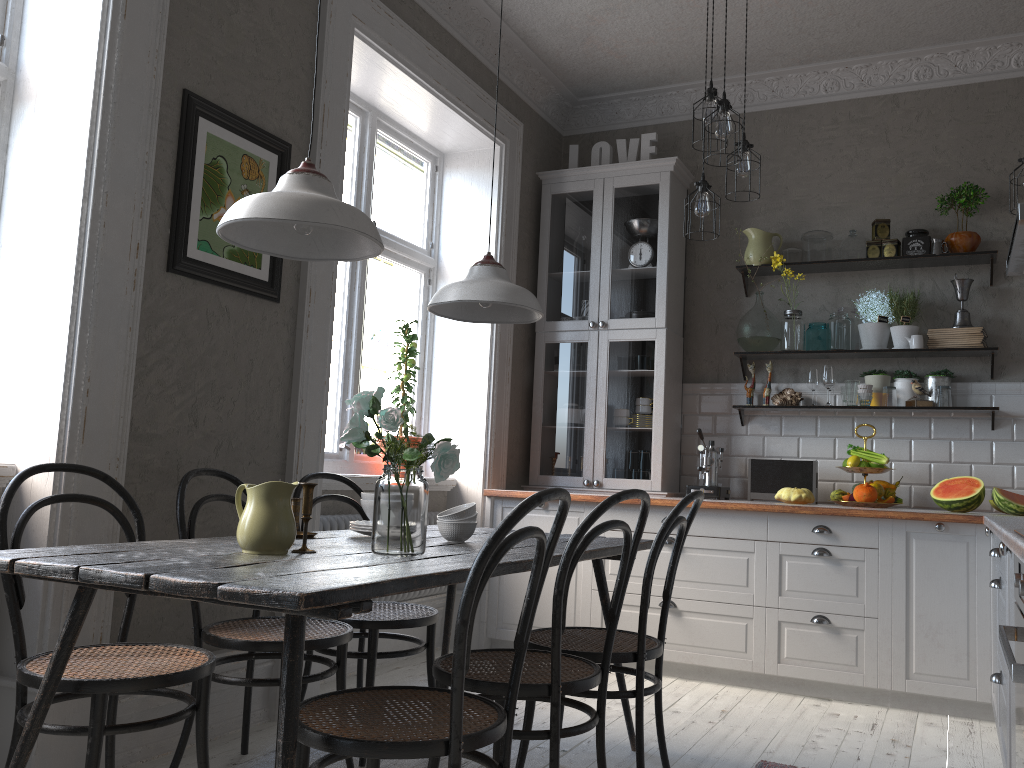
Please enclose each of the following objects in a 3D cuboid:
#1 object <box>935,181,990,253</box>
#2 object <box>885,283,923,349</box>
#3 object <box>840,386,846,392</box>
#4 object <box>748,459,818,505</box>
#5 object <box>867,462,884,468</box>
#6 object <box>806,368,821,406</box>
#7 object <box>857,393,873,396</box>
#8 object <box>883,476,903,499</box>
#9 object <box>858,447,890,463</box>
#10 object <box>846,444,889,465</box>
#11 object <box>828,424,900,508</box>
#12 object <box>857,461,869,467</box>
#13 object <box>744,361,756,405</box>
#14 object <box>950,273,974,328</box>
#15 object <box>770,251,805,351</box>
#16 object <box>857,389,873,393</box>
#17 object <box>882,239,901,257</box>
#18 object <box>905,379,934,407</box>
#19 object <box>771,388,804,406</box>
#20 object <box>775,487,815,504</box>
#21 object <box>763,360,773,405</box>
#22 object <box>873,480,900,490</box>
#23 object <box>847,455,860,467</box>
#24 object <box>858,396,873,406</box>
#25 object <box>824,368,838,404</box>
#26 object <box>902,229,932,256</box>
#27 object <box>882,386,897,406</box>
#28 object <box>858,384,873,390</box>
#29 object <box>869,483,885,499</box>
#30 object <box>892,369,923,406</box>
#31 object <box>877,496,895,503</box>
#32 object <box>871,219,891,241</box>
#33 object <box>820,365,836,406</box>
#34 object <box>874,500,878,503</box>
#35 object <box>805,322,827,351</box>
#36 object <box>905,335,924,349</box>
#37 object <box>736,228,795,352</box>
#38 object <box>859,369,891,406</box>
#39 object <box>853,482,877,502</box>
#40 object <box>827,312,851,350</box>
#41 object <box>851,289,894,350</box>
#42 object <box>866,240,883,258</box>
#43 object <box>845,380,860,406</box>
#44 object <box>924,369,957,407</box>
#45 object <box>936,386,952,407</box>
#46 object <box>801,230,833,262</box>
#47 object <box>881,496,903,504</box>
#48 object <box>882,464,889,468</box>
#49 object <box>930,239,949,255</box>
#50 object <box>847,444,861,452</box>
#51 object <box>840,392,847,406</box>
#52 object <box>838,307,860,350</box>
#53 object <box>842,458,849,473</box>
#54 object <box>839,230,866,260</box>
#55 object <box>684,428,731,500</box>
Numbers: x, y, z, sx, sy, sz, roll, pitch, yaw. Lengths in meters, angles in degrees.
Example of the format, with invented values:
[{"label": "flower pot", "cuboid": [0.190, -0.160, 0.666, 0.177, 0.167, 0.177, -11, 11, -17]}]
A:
[{"label": "object", "cuboid": [2.348, -0.848, 4.586, 0.246, 0.397, 0.255, 8, -8, -39]}, {"label": "object", "cuboid": [2.060, -0.358, 4.662, 0.186, 0.380, 0.167, 4, -6, -13]}, {"label": "object", "cuboid": [1.813, 0.056, 4.779, 0.076, 0.083, 0.079, -3, -8, 43]}, {"label": "object", "cuboid": [1.433, 0.515, 4.689, 0.346, 0.226, 0.089, 0, -7, 25]}, {"label": "object", "cuboid": [1.825, 0.421, 4.453, 0.075, 0.062, 0.100, 3, -6, -1]}, {"label": "object", "cuboid": [1.649, 0.022, 4.844, 0.081, 0.217, 0.082, 2, -6, 12]}, {"label": "object", "cuboid": [1.846, 0.075, 4.628, 0.076, 0.051, 0.078, 1, -6, 19]}, {"label": "object", "cuboid": [1.905, 0.519, 4.445, 0.128, 0.120, 0.060, 8, -8, -40]}, {"label": "object", "cuboid": [1.851, 0.372, 4.518, 0.090, 0.096, 0.177, 8, -8, -44]}, {"label": "object", "cuboid": [1.796, 0.354, 4.470, 0.207, 0.101, 0.068, -1, -7, 32]}, {"label": "object", "cuboid": [1.792, 0.413, 4.494, 0.349, 0.426, 0.354, 2, -6, 11]}, {"label": "object", "cuboid": [1.760, 0.416, 4.446, 0.062, 0.061, 0.067, 0, -7, 26]}, {"label": "object", "cuboid": [1.343, 0.003, 4.990, 0.053, 0.264, 0.061, 3, -6, -3]}, {"label": "object", "cuboid": [2.325, -0.419, 4.573, 0.130, 0.288, 0.131, 2, -6, 11]}, {"label": "object", "cuboid": [1.502, -0.448, 4.831, 0.189, 0.540, 0.284, 1, -6, 18]}, {"label": "object", "cuboid": [1.846, 0.057, 4.630, 0.075, 0.051, 0.079, -3, -8, 44]}, {"label": "object", "cuboid": [2.022, -0.707, 4.716, 0.081, 0.113, 0.084, -2, -7, 36]}, {"label": "object", "cuboid": [2.105, 0.051, 4.562, 0.119, 0.147, 0.100, 3, -6, -6]}, {"label": "object", "cuboid": [1.507, 0.072, 4.859, 0.176, 0.111, 0.096, 2, -6, 3]}, {"label": "object", "cuboid": [1.425, 0.562, 4.458, 0.193, 0.083, 0.192, 0, -7, 26]}, {"label": "object", "cuboid": [1.430, 0.001, 4.932, 0.062, 0.264, 0.052, 6, -7, -28]}, {"label": "object", "cuboid": [1.884, 0.514, 4.463, 0.125, 0.056, 0.060, 1, -6, 18]}, {"label": "object", "cuboid": [1.718, 0.392, 4.452, 0.080, 0.069, 0.058, 8, -8, -44]}, {"label": "object", "cuboid": [1.845, 0.092, 4.626, 0.076, 0.051, 0.078, 1, -6, 19]}, {"label": "object", "cuboid": [1.724, 0.022, 4.804, 0.081, 0.217, 0.082, 2, -6, 12]}, {"label": "object", "cuboid": [2.155, -0.731, 4.713, 0.139, 0.174, 0.144, 0, -7, 26]}, {"label": "object", "cuboid": [1.974, 0.069, 4.630, 0.077, 0.108, 0.079, 1, -6, 19]}, {"label": "object", "cuboid": [1.848, 0.032, 4.632, 0.076, 0.051, 0.078, 1, -6, 12]}, {"label": "object", "cuboid": [1.810, 0.533, 4.414, 0.089, 0.078, 0.087, 7, -7, -37]}, {"label": "object", "cuboid": [2.080, 0.027, 4.676, 0.150, 0.214, 0.170, 7, -7, -34]}, {"label": "object", "cuboid": [1.848, 0.578, 4.382, 0.069, 0.051, 0.089, 4, -6, -16]}, {"label": "object", "cuboid": [1.975, -0.818, 4.742, 0.082, 0.113, 0.083, 2, -6, 6]}, {"label": "object", "cuboid": [1.686, 0.011, 4.722, 0.081, 0.217, 0.082, 2, -6, 12]}, {"label": "object", "cuboid": [1.788, 0.585, 4.415, 0.070, 0.065, 0.070, 8, -8, -43]}, {"label": "object", "cuboid": [1.683, -0.248, 4.882, 0.124, 0.172, 0.128, -1, -7, 29]}, {"label": "object", "cuboid": [2.083, -0.213, 4.561, 0.064, 0.071, 0.104, 7, -7, -34]}, {"label": "object", "cuboid": [1.369, -0.510, 4.950, 0.335, 0.674, 0.336, 3, -6, -6]}, {"label": "object", "cuboid": [1.938, 0.023, 4.734, 0.156, 0.217, 0.156, 2, -6, 6]}, {"label": "object", "cuboid": [1.739, 0.536, 4.362, 0.113, 0.111, 0.111, 3, -6, -7]}, {"label": "object", "cuboid": [1.754, -0.275, 4.752, 0.127, 0.206, 0.122, 8, -8, -41]}, {"label": "object", "cuboid": [1.965, -0.340, 4.763, 0.239, 0.354, 0.239, -3, -8, 43]}, {"label": "object", "cuboid": [1.945, -0.706, 4.756, 0.081, 0.113, 0.084, 0, -7, 26]}, {"label": "object", "cuboid": [1.806, 0.053, 4.698, 0.079, 0.139, 0.078, 3, -6, -1]}, {"label": "object", "cuboid": [2.231, 0.029, 4.615, 0.156, 0.213, 0.155, 0, -6, 23]}, {"label": "object", "cuboid": [2.194, 0.065, 4.499, 0.077, 0.108, 0.079, 1, -6, 19]}, {"label": "object", "cuboid": [1.683, -0.739, 4.890, 0.175, 0.184, 0.169, 5, -7, -25]}, {"label": "object", "cuboid": [1.888, 0.583, 4.500, 0.055, 0.044, 0.213, 5, -7, -25]}, {"label": "object", "cuboid": [1.875, 0.422, 4.464, 0.051, 0.050, 0.050, -2, -7, 35]}, {"label": "object", "cuboid": [2.208, -0.704, 4.574, 0.092, 0.096, 0.076, 0, -7, 26]}, {"label": "object", "cuboid": [1.739, 0.334, 4.504, 0.072, 0.058, 0.051, 2, -6, 2]}, {"label": "object", "cuboid": [1.811, 0.089, 4.776, 0.076, 0.083, 0.079, -3, -8, 43]}, {"label": "object", "cuboid": [1.844, -0.286, 4.881, 0.129, 0.264, 0.134, -1, -7, 31]}, {"label": "object", "cuboid": [1.738, 0.416, 4.524, 0.095, 0.078, 0.102, 1, -6, 13]}, {"label": "object", "cuboid": [1.886, -0.746, 4.903, 0.141, 0.220, 0.138, 4, -6, -14]}, {"label": "object", "cuboid": [1.050, 0.435, 4.780, 0.202, 0.370, 0.359, 0, -7, 26]}]
